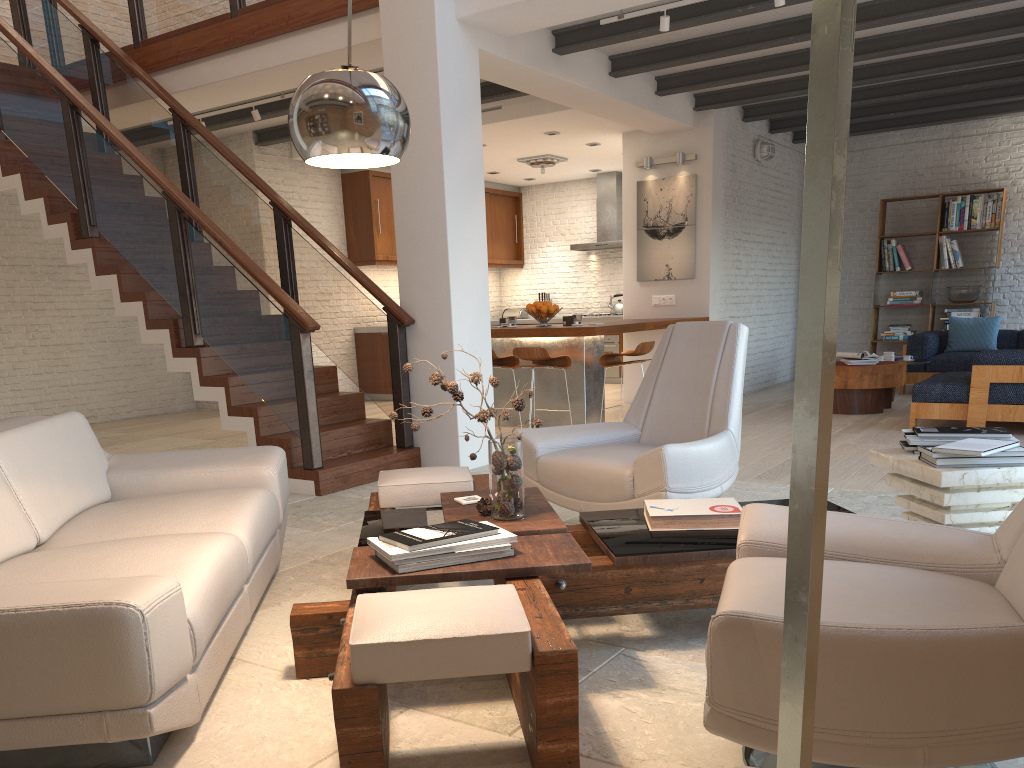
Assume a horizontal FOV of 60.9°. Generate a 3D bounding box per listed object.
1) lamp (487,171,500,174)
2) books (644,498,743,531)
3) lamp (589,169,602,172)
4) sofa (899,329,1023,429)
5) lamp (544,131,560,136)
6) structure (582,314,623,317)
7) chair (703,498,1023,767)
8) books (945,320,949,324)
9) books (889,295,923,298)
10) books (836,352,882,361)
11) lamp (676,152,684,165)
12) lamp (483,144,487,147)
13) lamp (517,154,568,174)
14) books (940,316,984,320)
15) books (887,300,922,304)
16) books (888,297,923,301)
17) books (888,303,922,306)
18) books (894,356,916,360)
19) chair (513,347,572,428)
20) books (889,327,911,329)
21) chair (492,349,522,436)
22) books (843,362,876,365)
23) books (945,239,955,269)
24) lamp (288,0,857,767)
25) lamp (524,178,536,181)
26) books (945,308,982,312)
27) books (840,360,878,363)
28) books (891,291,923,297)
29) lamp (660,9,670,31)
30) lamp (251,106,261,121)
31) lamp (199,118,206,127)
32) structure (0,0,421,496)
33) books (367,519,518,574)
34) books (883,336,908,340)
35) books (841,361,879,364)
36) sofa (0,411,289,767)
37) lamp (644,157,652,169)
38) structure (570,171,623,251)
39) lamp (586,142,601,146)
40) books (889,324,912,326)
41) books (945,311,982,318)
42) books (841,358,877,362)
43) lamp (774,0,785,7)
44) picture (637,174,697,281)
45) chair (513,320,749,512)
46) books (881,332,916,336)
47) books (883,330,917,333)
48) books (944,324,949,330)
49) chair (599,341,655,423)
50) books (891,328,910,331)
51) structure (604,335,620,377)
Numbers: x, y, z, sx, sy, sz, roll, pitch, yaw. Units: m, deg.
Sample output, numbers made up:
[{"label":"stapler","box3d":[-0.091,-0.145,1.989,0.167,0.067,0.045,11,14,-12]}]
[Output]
[{"label":"lamp","box3d":[-0.243,-2.798,11.474,0.123,0.057,0.120,2,8,34]},{"label":"books","box3d":[0.641,0.459,3.086,0.327,0.058,0.246,-2,6,4]},{"label":"lamp","box3d":[1.112,-2.865,11.626,0.123,0.057,0.120,2,8,34]},{"label":"sofa","box3d":[4.638,-0.121,8.284,2.065,0.684,3.850,2,7,34]},{"label":"lamp","box3d":[0.413,-2.602,8.988,0.123,0.057,0.120,2,8,34]},{"label":"structure","box3d":[1.347,-0.973,12.352,0.806,0.033,0.575,1,6,33]},{"label":"chair","box3d":[0.962,0.421,1.941,0.982,1.035,0.992,1,11,18]},{"label":"books","box3d":[5.423,-0.757,10.548,0.325,0.057,0.248,1,6,28]},{"label":"books","box3d":[4.897,-1.083,10.831,0.353,0.021,0.265,1,6,32]},{"label":"books","box3d":[3.340,-0.254,8.389,0.271,0.113,0.314,-5,7,-23]},{"label":"lamp","box3d":[1.698,-2.274,8.794,0.079,0.108,0.077,-8,13,-27]},{"label":"lamp","box3d":[-0.362,-2.616,9.490,0.123,0.057,0.120,2,8,34]},{"label":"lamp","box3d":[0.373,-2.641,10.578,0.447,0.176,0.439,2,8,34]},{"label":"books","box3d":[5.443,-0.796,10.539,0.441,0.021,0.265,1,6,33]},{"label":"books","box3d":[4.885,-1.017,10.843,0.378,0.038,0.237,1,6,29]},{"label":"books","box3d":[4.889,-1.053,10.822,0.378,0.038,0.237,0,6,27]},{"label":"books","box3d":[4.897,-0.988,10.850,0.353,0.021,0.265,1,6,33]},{"label":"books","box3d":[4.107,-0.277,9.206,0.231,0.023,0.157,-3,5,-8]},{"label":"chair","box3d":[0.245,0.061,7.595,0.401,0.803,0.410,6,15,33]},{"label":"books","box3d":[4.883,-0.713,10.969,0.235,0.019,0.166,0,6,27]},{"label":"chair","box3d":[-0.203,0.053,7.886,0.401,0.803,0.410,6,15,33]},{"label":"books","box3d":[3.322,-0.201,8.335,0.252,0.011,0.308,-1,5,13]},{"label":"books","box3d":[5.268,-1.559,10.451,0.123,0.361,0.264,7,15,33]},{"label":"lamp","box3d":[-0.119,-0.203,1.640,0.318,2.433,1.970,-8,12,-20]},{"label":"lamp","box3d":[0.248,-2.880,12.185,0.123,0.057,0.120,2,8,34]},{"label":"books","box3d":[5.450,-0.892,10.523,0.377,0.038,0.238,1,6,33]},{"label":"books","box3d":[3.313,-0.223,8.332,0.252,0.011,0.308,-2,5,3]},{"label":"books","box3d":[4.901,-1.122,10.815,0.324,0.057,0.248,2,7,36]},{"label":"lamp","box3d":[0.962,-2.279,5.489,0.059,0.133,0.083,-1,12,4]},{"label":"lamp","box3d":[-2.217,-2.337,7.551,0.060,0.133,0.083,7,15,35]},{"label":"lamp","box3d":[-2.821,-2.348,7.939,0.059,0.133,0.083,-1,12,4]},{"label":"structure","box3d":[-0.756,-1.545,6.446,10.084,4.288,13.503,2,7,34]},{"label":"books","box3d":[-0.206,0.481,2.620,0.398,0.077,0.244,-5,6,-23]},{"label":"books","box3d":[4.883,-0.583,10.972,0.322,0.057,0.249,3,8,43]},{"label":"books","box3d":[3.328,-0.214,8.346,0.252,0.011,0.308,-2,5,3]},{"label":"sofa","box3d":[-1.484,0.549,2.969,1.142,0.781,2.257,-3,6,-6]},{"label":"lamp","box3d":[1.402,-2.280,8.986,0.079,0.108,0.077,-8,13,-27]},{"label":"structure","box3d":[1.336,-2.387,12.035,0.978,1.028,0.444,4,15,33]},{"label":"lamp","box3d":[0.904,-2.685,9.700,0.123,0.057,0.120,2,8,34]},{"label":"books","box3d":[4.879,-0.738,10.941,0.250,0.018,0.158,1,6,33]},{"label":"books","box3d":[5.458,-0.841,10.537,0.378,0.067,0.237,1,6,28]},{"label":"books","box3d":[3.307,-0.233,8.323,0.252,0.011,0.308,-2,5,8]},{"label":"lamp","box3d":[1.566,-2.269,5.101,0.060,0.133,0.083,7,15,35]},{"label":"picture","box3d":[1.606,-1.612,9.110,0.649,1.052,0.019,5,16,32]},{"label":"chair","box3d":[0.664,0.232,4.180,0.955,1.053,1.009,-11,13,-39]},{"label":"books","box3d":[4.868,-0.631,10.978,0.377,0.038,0.238,1,6,33]},{"label":"books","box3d":[4.875,-0.657,10.954,0.378,0.019,0.237,0,6,26]},{"label":"books","box3d":[5.455,-0.696,10.558,0.379,0.067,0.237,0,6,20]},{"label":"chair","box3d":[1.048,0.020,7.697,0.419,0.803,0.392,6,15,33]},{"label":"books","box3d":[4.885,-0.686,10.967,0.204,0.035,0.129,1,7,33]},{"label":"structure","box3d":[1.328,-0.408,12.440,0.664,0.598,0.486,4,12,33]}]
